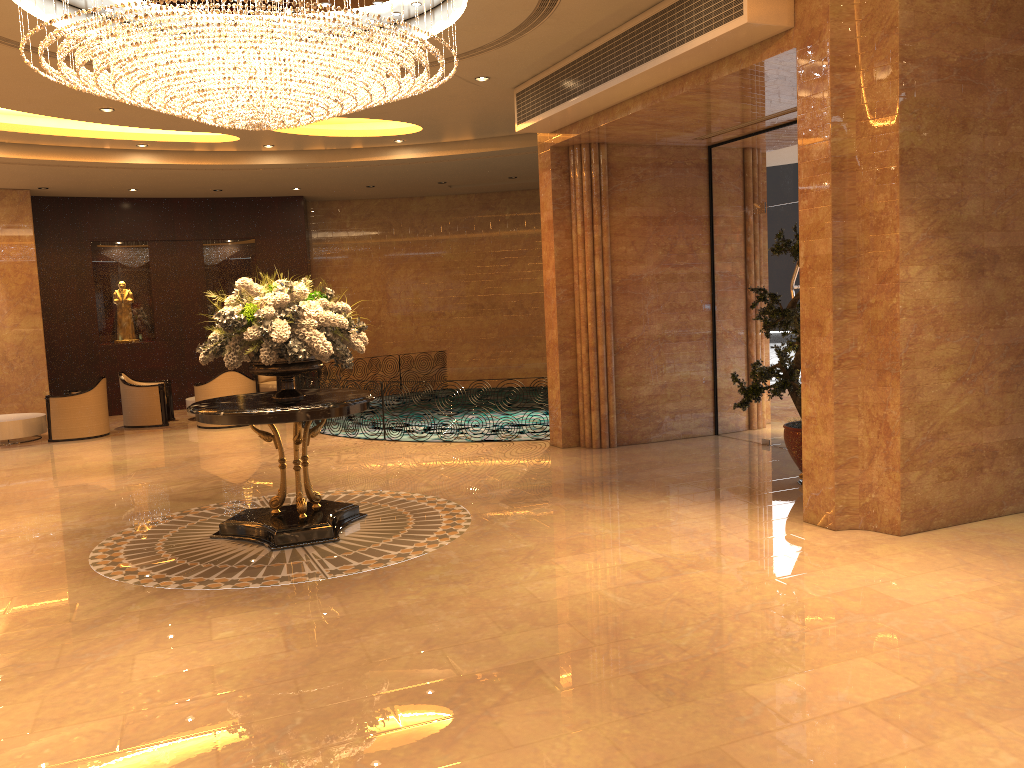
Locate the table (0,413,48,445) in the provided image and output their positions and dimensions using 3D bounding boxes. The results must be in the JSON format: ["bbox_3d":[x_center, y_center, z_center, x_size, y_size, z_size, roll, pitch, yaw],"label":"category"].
[{"bbox_3d":[-7.791,0.698,13.575,1.196,0.354,1.196,-2,5,3],"label":"table"}]

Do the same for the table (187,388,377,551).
[{"bbox_3d":[-1.830,0.655,7.258,1.493,1.089,1.493,-6,6,-30],"label":"table"}]

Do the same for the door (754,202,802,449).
[{"bbox_3d":[3.195,-0.615,9.362,0.195,2.758,1.880,-5,6,-23],"label":"door"}]

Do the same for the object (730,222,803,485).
[{"bbox_3d":[2.627,-0.268,8.110,1.250,2.363,0.843,-8,7,-42],"label":"object"}]

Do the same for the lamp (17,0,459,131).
[{"bbox_3d":[-2.031,-2.611,6.922,3.206,1.196,3.204,-1,6,14],"label":"lamp"}]

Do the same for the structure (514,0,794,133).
[{"bbox_3d":[1.043,-2.975,8.257,0.425,0.483,4.113,-5,6,-23],"label":"structure"}]

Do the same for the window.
[{"bbox_3d":[3.178,-0.990,9.327,0.047,3.571,3.515,-5,6,-23],"label":"window"}]

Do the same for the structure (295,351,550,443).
[{"bbox_3d":[-1.669,0.157,14.879,3.815,0.995,7.624,-3,5,-5],"label":"structure"}]

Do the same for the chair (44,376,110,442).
[{"bbox_3d":[-6.629,0.357,13.635,0.769,0.916,0.951,-3,6,-8],"label":"chair"}]

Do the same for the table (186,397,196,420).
[{"bbox_3d":[-5.032,0.393,15.440,1.196,0.354,1.196,-2,5,4],"label":"table"}]

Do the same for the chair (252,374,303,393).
[{"bbox_3d":[-4.204,-0.002,16.232,0.951,0.916,0.769,2,7,42],"label":"chair"}]

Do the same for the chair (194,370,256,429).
[{"bbox_3d":[-4.544,0.210,14.177,0.951,0.916,0.769,-6,6,-28],"label":"chair"}]

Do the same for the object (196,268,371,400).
[{"bbox_3d":[-1.847,-0.381,7.139,1.277,0.999,1.318,-2,5,7],"label":"object"}]

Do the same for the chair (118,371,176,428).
[{"bbox_3d":[-6.105,0.223,14.783,0.769,0.916,0.951,-4,6,-13],"label":"chair"}]
